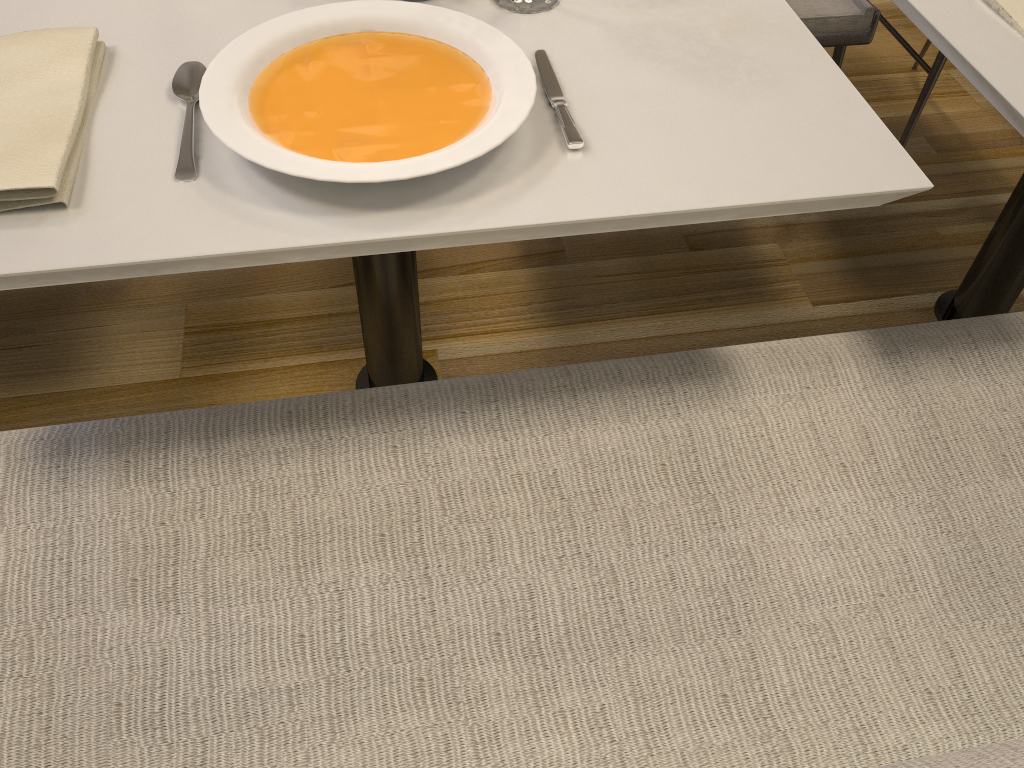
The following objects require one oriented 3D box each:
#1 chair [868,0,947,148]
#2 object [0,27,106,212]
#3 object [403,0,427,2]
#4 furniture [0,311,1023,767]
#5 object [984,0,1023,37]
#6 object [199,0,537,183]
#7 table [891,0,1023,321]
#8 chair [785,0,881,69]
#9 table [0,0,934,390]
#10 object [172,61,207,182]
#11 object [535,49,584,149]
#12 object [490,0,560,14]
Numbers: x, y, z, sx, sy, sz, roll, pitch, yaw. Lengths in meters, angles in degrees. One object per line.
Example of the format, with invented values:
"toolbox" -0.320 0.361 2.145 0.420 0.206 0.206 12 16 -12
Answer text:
"chair" 0.985 -0.924 1.896 0.412 0.887 0.577 -7 50 -8
"object" -0.477 -0.252 0.837 0.143 0.032 0.278 -7 49 -8
"object" -0.113 -0.502 1.010 0.059 0.107 0.060 -13 51 -13
"furniture" -0.470 0.279 0.660 4.477 1.075 0.723 -7 50 -8
"object" 0.666 -0.389 1.004 0.143 0.032 0.278 -7 49 -8
"object" -0.137 -0.283 0.869 0.323 0.035 0.326 -24 54 -22
"table" 0.943 -0.373 1.507 1.011 0.744 0.955 -7 50 -8
"chair" 0.433 -0.858 1.815 0.412 0.887 0.577 -7 50 -8
"table" -0.199 -0.237 1.340 1.011 0.744 0.955 -7 50 -8
"object" -0.311 -0.254 0.847 0.038 0.015 0.185 -5 49 -7
"object" 0.044 -0.295 0.900 0.017 0.010 0.189 -6 49 -8
"object" 0.019 -0.531 0.963 0.086 0.226 0.088 26 53 19
